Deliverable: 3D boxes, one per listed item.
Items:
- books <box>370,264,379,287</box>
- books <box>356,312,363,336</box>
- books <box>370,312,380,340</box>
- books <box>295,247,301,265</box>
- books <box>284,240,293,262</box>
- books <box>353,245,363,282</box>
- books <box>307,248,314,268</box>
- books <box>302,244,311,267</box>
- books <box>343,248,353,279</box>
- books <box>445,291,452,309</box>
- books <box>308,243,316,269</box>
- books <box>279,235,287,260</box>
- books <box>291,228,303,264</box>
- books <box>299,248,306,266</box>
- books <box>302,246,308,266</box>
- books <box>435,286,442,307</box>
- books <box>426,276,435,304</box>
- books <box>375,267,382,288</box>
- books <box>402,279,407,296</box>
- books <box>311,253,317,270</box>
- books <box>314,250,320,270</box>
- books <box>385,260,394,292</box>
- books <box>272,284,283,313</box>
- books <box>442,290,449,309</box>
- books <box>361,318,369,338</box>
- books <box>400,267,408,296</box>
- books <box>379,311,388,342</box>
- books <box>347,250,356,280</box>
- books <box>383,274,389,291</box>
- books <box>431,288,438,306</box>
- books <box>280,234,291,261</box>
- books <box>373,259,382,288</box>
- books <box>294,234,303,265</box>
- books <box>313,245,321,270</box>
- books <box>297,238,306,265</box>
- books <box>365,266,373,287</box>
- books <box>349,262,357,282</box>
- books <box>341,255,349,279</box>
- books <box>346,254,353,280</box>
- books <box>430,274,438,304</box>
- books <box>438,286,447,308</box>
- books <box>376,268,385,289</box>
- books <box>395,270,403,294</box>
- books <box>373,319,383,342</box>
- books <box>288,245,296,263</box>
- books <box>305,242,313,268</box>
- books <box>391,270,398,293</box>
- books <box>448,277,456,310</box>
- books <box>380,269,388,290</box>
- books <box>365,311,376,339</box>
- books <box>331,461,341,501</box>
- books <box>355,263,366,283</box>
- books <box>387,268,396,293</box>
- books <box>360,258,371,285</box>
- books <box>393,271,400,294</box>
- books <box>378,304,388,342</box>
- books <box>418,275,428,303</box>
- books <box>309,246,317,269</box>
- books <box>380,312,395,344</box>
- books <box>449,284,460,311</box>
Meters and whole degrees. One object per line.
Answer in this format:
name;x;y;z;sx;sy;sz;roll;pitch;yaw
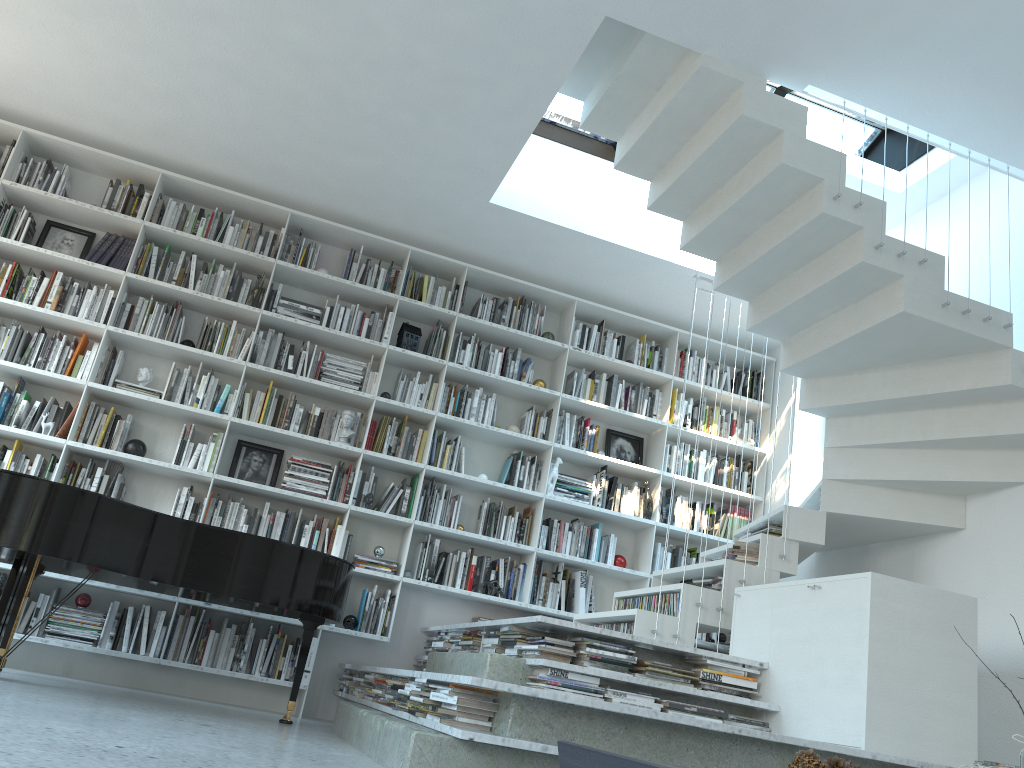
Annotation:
books;-0.985;-0.704;6.218;0.023;0.235;0.154;15;-20;-14
books;-1.069;-0.366;6.107;0.011;0.238;0.140;15;-20;-14
books;-0.969;-0.352;6.129;0.029;0.260;0.133;15;-20;-14
books;-1.486;-0.821;6.100;0.011;0.204;0.146;15;-20;-14
books;-1.544;-0.851;6.080;0.023;0.227;0.157;15;-20;-14
books;-1.093;-0.784;6.194;0.010;0.330;0.186;15;-20;-14
books;-1.404;-0.812;6.105;0.016;0.218;0.144;15;-20;-14
books;-1.431;-0.829;6.113;0.014;0.247;0.139;15;-20;-14
books;-1.157;-0.781;6.174;0.014;0.291;0.176;15;-20;-14
books;-0.479;-0.543;6.346;0.022;0.193;0.182;15;-20;-14
books;-1.391;-0.826;6.112;0.005;0.254;0.168;15;-20;-14
books;-1.583;-0.874;6.075;0.012;0.253;0.161;15;-20;-14
books;-1.494;-0.892;6.110;0.014;0.339;0.145;15;-20;-14
books;-1.456;-0.813;6.092;0.023;0.195;0.172;15;-20;-14
books;-1.445;-0.821;6.120;0.006;0.232;0.136;15;-20;-14
books;-0.550;-0.570;6.319;0.024;0.201;0.180;15;-20;-14
books;-0.605;-0.614;6.334;0.030;0.273;0.152;15;-20;-14
books;-0.959;-0.689;6.217;0.012;0.216;0.180;15;-20;-14
books;-0.784;-0.627;6.282;0.016;0.203;0.143;15;-20;-14
books;-1.381;-0.787;6.114;0.010;0.186;0.153;15;-20;-14
books;-1.364;-0.802;6.138;0.004;0.234;0.138;15;-20;-14
books;-0.885;-0.708;6.264;0.012;0.307;0.138;15;-20;-14
books;-1.584;-0.525;5.943;0.021;0.248;0.192;15;-20;-14
books;-0.503;-0.552;6.348;0.025;0.203;0.162;15;-20;-14
books;-1.027;-0.338;6.089;0.029;0.187;0.176;15;-20;-14
books;-0.782;-0.671;6.271;0.008;0.277;0.171;15;-20;-14
books;-0.912;-0.351;6.162;0.010;0.298;0.134;15;-20;-14
books;-1.138;-0.775;6.188;0.011;0.295;0.157;15;-20;-14
books;-0.908;-0.661;6.250;0.014;0.203;0.135;15;-20;-14
books;-0.573;-0.566;6.309;0.022;0.179;0.173;15;-20;-14
books;-1.559;-0.874;6.061;0.026;0.252;0.186;15;-20;-14
books;-0.962;-0.720;6.214;0.010;0.269;0.180;15;-20;-14
books;-1.484;-0.869;6.101;0.010;0.295;0.153;15;-20;-14
books;-1.363;-0.818;6.122;0.011;0.255;0.144;15;-20;-14
books;-1.462;-0.853;6.088;0.011;0.264;0.164;15;-20;-14
books;-1.013;-0.697;6.201;0.033;0.202;0.167;15;-20;-14
books;-1.130;-0.726;6.190;0.031;0.208;0.147;15;-20;-14
books;-1.178;-0.758;6.180;0.012;0.244;0.151;15;-20;-14
books;-1.153;-0.762;6.188;0.011;0.266;0.129;15;-20;-14
books;-0.579;-0.624;6.327;0.010;0.296;0.168;15;-20;-14
books;-0.522;-0.569;6.324;0.031;0.212;0.170;15;-20;-14
books;-0.939;-0.683;6.204;0.023;0.201;0.193;15;-20;-14
books;-0.822;-0.665;6.274;0.022;0.256;0.137;15;-20;-14
books;-0.942;-0.321;6.114;0.029;0.202;0.192;15;-20;-14
books;-1.521;-0.833;6.069;0.026;0.194;0.167;15;-20;-14
books;-1.415;-0.835;6.113;0.013;0.263;0.147;15;-20;-14
books;-0.853;-0.667;6.266;0.014;0.243;0.145;15;-20;-14
books;-0.457;-0.597;6.387;0.012;0.328;0.129;15;-20;-14
books;-0.927;-0.679;6.255;0.026;0.233;0.137;15;-20;-14
books;-0.993;-0.358;6.105;0.032;0.247;0.174;15;-20;-14
books;-1.162;0.656;5.793;0.011;0.298;0.130;15;-20;-14
books;-1.077;-0.719;6.186;0.050;0.210;0.173;15;-20;-14
books;-0.870;-0.675;6.251;0.028;0.243;0.161;15;-20;-14
books;-1.042;-0.731;6.222;0.028;0.269;0.140;15;-20;-14
books;-0.838;-0.663;6.260;0.014;0.238;0.153;15;-20;-14
books;-0.915;-0.374;6.149;0.012;0.333;0.156;15;-20;-14
books;-0.639;-0.621;6.301;0.054;0.253;0.191;15;-20;-14
books;-1.389;-0.816;6.131;0.013;0.248;0.148;15;-20;-14
books;-0.870;-0.338;6.083;0.037;0.236;0.273;15;-20;-14
books;-0.434;-0.565;6.350;0.029;0.252;0.186;15;-20;-14
